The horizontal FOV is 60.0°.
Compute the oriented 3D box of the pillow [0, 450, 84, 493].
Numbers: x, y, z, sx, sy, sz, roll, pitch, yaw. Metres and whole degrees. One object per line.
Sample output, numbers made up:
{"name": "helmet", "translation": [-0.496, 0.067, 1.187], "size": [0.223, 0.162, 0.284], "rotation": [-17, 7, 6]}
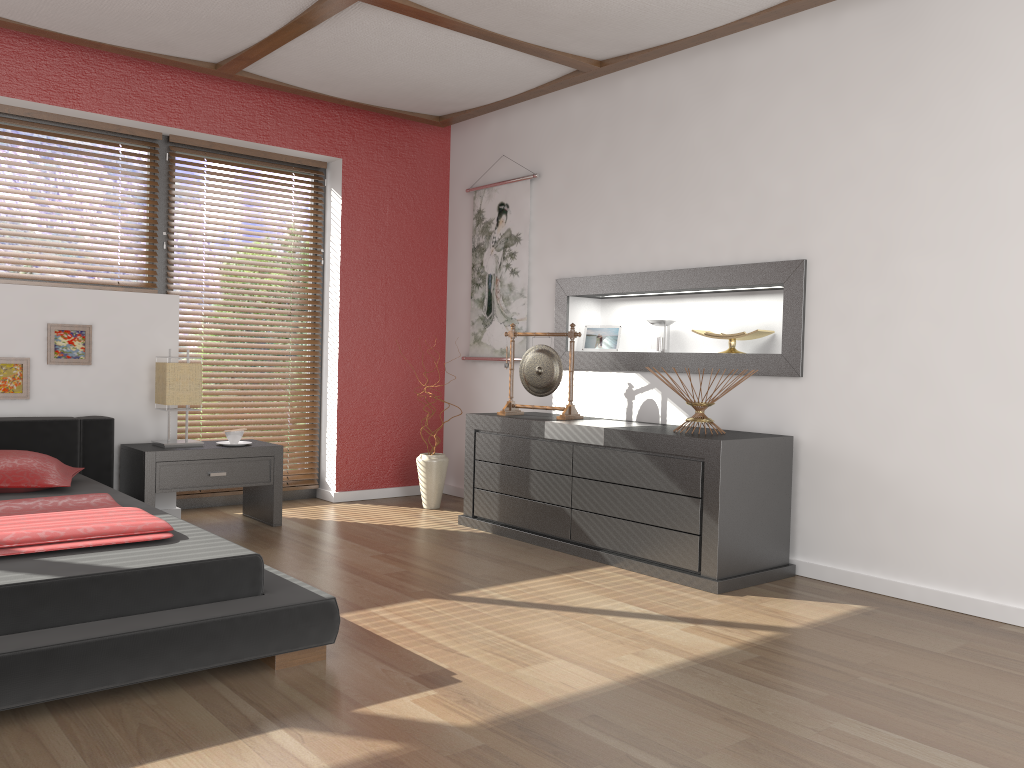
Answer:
{"name": "pillow", "translation": [-2.213, 0.367, 3.696], "size": [0.745, 0.172, 0.418], "rotation": [1, 2, -20]}

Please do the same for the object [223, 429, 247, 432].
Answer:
{"name": "object", "translation": [-1.437, 0.241, 4.599], "size": [0.007, 0.007, 0.192], "rotation": [2, 2, 20]}

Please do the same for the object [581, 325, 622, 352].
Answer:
{"name": "object", "translation": [0.500, -0.256, 4.956], "size": [0.226, 0.146, 0.041], "rotation": [2, 2, 30]}

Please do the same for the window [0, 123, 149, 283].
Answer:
{"name": "window", "translation": [-3.094, -0.936, 4.051], "size": [2.817, 0.786, 0.020], "rotation": [0, 2, -39]}

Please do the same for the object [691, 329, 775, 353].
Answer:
{"name": "object", "translation": [1.066, -0.202, 4.293], "size": [0.350, 0.116, 0.181], "rotation": [3, 2, 41]}

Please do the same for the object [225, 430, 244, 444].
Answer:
{"name": "object", "translation": [-1.445, 0.278, 4.615], "size": [0.099, 0.069, 0.099], "rotation": [1, 2, -14]}

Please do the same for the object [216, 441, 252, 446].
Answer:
{"name": "object", "translation": [-1.446, 0.311, 4.616], "size": [0.179, 0.012, 0.179], "rotation": [1, 2, -14]}

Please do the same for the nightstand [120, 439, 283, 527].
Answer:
{"name": "nightstand", "translation": [-1.595, 0.526, 4.576], "size": [0.700, 0.423, 0.413], "rotation": [0, 2, -39]}

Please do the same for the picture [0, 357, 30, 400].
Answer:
{"name": "picture", "translation": [-2.400, -0.027, 4.206], "size": [0.200, 0.200, 0.010], "rotation": [0, 2, -39]}

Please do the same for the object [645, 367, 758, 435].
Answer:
{"name": "object", "translation": [0.824, 0.071, 3.882], "size": [0.481, 0.282, 0.481], "rotation": [2, 2, 17]}

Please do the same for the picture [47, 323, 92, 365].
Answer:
{"name": "picture", "translation": [-2.182, -0.195, 4.376], "size": [0.200, 0.200, 0.010], "rotation": [0, 2, -39]}

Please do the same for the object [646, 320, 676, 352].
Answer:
{"name": "object", "translation": [0.783, -0.248, 4.665], "size": [0.159, 0.171, 0.159], "rotation": [2, 2, 9]}

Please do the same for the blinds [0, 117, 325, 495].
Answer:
{"name": "blinds", "translation": [-3.068, -0.355, 4.011], "size": [4.840, 1.952, 0.032], "rotation": [0, 2, -39]}

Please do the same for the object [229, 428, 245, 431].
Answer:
{"name": "object", "translation": [-1.444, 0.240, 4.621], "size": [0.007, 0.007, 0.192], "rotation": [2, 2, 15]}

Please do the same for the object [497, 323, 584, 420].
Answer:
{"name": "object", "translation": [0.153, -0.074, 4.682], "size": [0.490, 0.498, 0.173], "rotation": [3, 2, 36]}

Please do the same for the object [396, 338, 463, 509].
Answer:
{"name": "object", "translation": [-0.517, 0.228, 5.290], "size": [0.364, 1.035, 0.422], "rotation": [2, 2, 26]}

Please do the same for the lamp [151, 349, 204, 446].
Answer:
{"name": "lamp", "translation": [-1.700, 0.063, 4.519], "size": [0.200, 0.480, 0.200], "rotation": [0, 2, -39]}

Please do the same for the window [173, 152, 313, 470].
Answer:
{"name": "window", "translation": [-1.602, -0.387, 5.302], "size": [0.889, 1.893, 0.020], "rotation": [0, 2, -39]}

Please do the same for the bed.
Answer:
{"name": "bed", "translation": [-2.219, 0.481, 2.766], "size": [2.469, 0.577, 2.413], "rotation": [0, 2, -39]}

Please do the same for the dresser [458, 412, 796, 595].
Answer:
{"name": "dresser", "translation": [0.473, 0.494, 4.325], "size": [0.540, 0.608, 1.740], "rotation": [0, 2, -39]}

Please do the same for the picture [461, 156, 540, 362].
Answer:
{"name": "picture", "translation": [-0.079, -0.774, 5.466], "size": [0.028, 1.270, 0.701], "rotation": [0, 2, -39]}
